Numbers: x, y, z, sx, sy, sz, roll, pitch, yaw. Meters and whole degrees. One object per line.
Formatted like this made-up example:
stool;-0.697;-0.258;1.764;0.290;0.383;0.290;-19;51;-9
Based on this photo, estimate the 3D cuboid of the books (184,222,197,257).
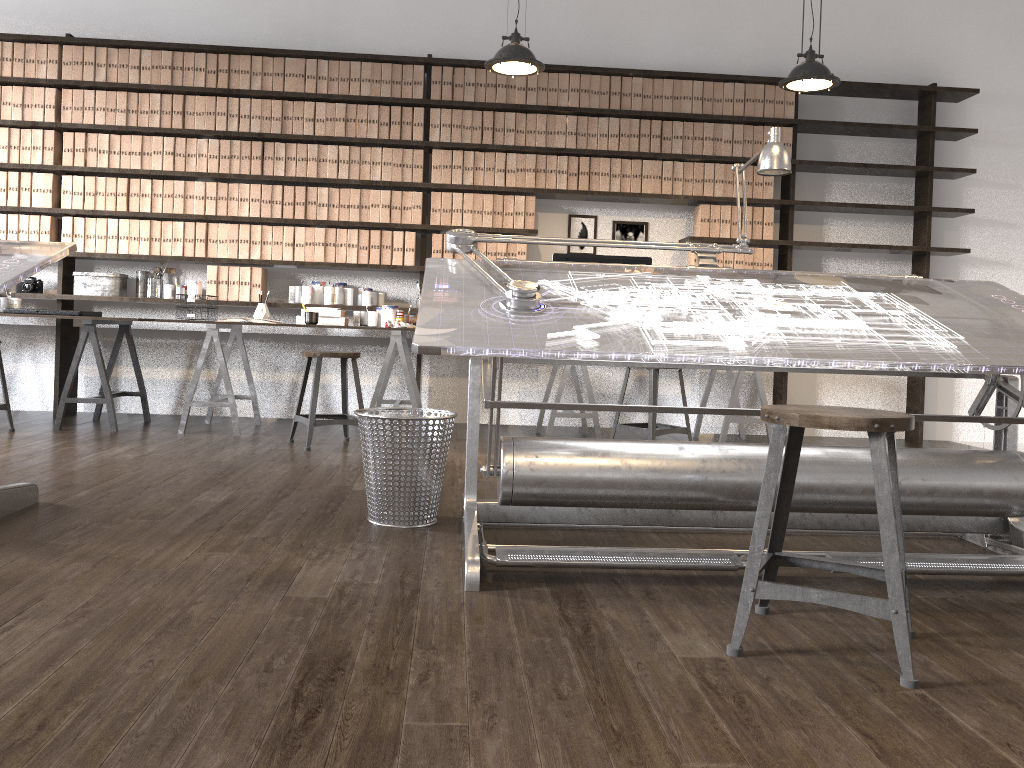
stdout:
books;-2.089;-0.938;5.806;0.067;0.225;0.175;2;2;-4

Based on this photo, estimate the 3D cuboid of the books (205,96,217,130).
books;-1.953;-1.749;5.800;0.067;0.225;0.175;2;2;-4

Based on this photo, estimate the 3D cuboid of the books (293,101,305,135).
books;-1.394;-1.731;5.843;0.067;0.225;0.175;2;2;-4

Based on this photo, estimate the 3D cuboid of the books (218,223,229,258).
books;-1.875;-0.931;5.818;0.067;0.225;0.175;2;2;-4

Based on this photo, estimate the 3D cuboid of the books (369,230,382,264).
books;-0.902;-0.899;5.880;0.067;0.225;0.175;2;2;-4

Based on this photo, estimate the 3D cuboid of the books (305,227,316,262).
books;-1.323;-0.913;5.856;0.067;0.225;0.175;2;2;-4

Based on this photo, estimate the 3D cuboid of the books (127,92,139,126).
books;-2.443;-1.766;5.773;0.067;0.225;0.175;2;2;-4

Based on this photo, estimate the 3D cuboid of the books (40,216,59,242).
books;-2.983;-0.967;5.740;0.067;0.225;0.175;2;2;-4

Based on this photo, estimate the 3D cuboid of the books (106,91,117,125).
books;-2.576;-1.770;5.763;0.067;0.225;0.175;2;2;-4

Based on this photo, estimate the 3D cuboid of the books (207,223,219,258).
books;-1.940;-0.933;5.816;0.067;0.225;0.175;2;2;-4

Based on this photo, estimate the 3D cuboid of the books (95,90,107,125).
books;-2.639;-1.772;5.757;0.067;0.225;0.175;2;2;-4

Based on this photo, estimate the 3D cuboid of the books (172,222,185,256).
books;-2.159;-0.940;5.796;0.067;0.225;0.174;2;2;-4

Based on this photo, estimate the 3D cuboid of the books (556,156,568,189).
books;0.328;-1.406;5.958;0.067;0.225;0.174;2;2;-4

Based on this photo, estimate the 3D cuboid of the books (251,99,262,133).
books;-1.662;-1.740;5.823;0.067;0.225;0.175;2;2;-4

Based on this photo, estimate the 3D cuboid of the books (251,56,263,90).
books;-1.659;-2.017;5.821;0.067;0.225;0.174;2;2;-4

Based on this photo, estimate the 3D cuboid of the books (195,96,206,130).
books;-2.016;-1.752;5.800;0.067;0.225;0.175;2;2;-4

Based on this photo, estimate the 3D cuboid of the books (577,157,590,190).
books;0.474;-1.402;5.967;0.067;0.225;0.175;2;2;-4

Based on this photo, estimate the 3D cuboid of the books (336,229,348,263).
books;-1.119;-0.907;5.871;0.067;0.225;0.174;2;2;-4

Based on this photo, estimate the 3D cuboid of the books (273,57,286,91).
books;-1.520;-2.013;5.832;0.067;0.225;0.175;2;2;-4

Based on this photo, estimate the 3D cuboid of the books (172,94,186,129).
books;-2.155;-1.756;5.788;0.067;0.225;0.175;2;2;-4

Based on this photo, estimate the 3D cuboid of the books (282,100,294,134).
books;-1.464;-1.734;5.840;0.067;0.225;0.174;2;2;-4

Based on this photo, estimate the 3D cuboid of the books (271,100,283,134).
books;-1.533;-1.736;5.829;0.067;0.225;0.175;2;2;-4

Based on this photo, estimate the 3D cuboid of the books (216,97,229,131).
books;-1.881;-1.747;5.805;0.067;0.225;0.175;2;2;-4

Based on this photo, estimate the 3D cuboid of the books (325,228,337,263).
books;-1.189;-0.909;5.866;0.067;0.225;0.175;2;2;-4

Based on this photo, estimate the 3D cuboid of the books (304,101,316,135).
books;-1.324;-1.729;5.844;0.067;0.225;0.175;2;2;-4

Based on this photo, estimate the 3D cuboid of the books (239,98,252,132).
books;-1.734;-1.742;5.816;0.067;0.225;0.175;2;2;-4

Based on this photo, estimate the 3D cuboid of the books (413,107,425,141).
books;-0.618;-1.706;5.894;0.067;0.225;0.175;2;2;-4

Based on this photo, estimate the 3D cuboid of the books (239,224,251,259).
books;-1.739;-0.926;5.823;0.067;0.225;0.175;2;2;-4

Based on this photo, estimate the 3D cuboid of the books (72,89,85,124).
books;-2.781;-1.777;5.750;0.067;0.225;0.175;2;2;-4

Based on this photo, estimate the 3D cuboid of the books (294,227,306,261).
books;-1.386;-0.915;5.850;0.067;0.225;0.175;2;2;-4

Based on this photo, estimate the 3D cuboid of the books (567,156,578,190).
books;0.399;-1.404;5.968;0.067;0.225;0.175;2;2;-4

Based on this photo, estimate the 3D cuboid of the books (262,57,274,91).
books;-1.590;-2.015;5.829;0.067;0.225;0.174;2;2;-4

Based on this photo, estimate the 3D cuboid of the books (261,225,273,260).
books;-1.598;-0.922;5.839;0.067;0.225;0.174;2;2;-4

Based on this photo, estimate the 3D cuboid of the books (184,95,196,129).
books;-2.082;-1.754;5.798;0.067;0.225;0.175;2;2;-4

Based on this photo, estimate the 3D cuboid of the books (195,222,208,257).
books;-2.014;-0.935;5.805;0.067;0.225;0.175;2;2;-4

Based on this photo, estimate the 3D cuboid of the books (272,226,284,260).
books;-1.528;-0.920;5.842;0.067;0.225;0.175;2;2;-4

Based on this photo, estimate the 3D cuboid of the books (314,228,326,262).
books;-1.256;-0.911;5.855;0.067;0.225;0.175;2;2;-4

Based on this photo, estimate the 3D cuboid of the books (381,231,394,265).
books;-0.828;-0.897;5.891;0.067;0.225;0.175;2;2;-4

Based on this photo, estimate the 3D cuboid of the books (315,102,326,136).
books;-1.252;-1.727;5.851;0.067;0.225;0.175;2;2;-4

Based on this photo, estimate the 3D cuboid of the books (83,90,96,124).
books;-2.711;-1.774;5.751;0.067;0.225;0.175;2;2;-4

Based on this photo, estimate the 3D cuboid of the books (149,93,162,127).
books;-2.301;-1.761;5.779;0.067;0.225;0.174;2;2;-4

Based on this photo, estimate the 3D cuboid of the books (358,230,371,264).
books;-0.977;-0.902;5.881;0.067;0.225;0.175;2;2;-4

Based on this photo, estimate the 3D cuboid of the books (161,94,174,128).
books;-2.230;-1.759;5.788;0.067;0.225;0.175;2;2;-4

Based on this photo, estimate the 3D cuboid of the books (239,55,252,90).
books;-1.731;-2.019;5.812;0.067;0.225;0.175;2;2;-4

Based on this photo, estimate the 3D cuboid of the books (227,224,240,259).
books;-1.811;-0.929;5.818;0.067;0.225;0.175;2;2;-4

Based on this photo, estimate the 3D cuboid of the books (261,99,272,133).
books;-1.600;-1.738;5.829;0.067;0.225;0.175;2;2;-4

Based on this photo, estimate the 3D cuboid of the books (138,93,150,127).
books;-2.372;-1.763;5.778;0.067;0.225;0.174;2;2;-4

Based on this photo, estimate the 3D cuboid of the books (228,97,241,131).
books;-1.809;-1.745;5.813;0.067;0.225;0.174;2;2;-4

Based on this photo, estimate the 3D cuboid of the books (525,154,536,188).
books;0.120;-1.413;5.942;0.067;0.225;0.175;2;2;-4

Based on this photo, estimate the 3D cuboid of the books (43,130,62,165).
books;-2.963;-1.515;5.742;0.067;0.225;0.175;2;2;-4

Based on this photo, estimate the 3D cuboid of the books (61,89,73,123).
books;-2.851;-1.779;5.747;0.067;0.225;0.174;2;2;-4

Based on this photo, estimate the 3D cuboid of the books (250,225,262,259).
books;-1.667;-0.924;5.831;0.067;0.225;0.174;2;2;-4

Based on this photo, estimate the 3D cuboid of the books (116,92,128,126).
books;-2.510;-1.767;5.763;0.067;0.225;0.175;2;2;-4

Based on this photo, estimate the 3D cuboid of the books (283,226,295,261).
books;-1.458;-0.917;5.843;0.067;0.225;0.175;2;2;-4

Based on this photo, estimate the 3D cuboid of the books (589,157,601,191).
books;0.548;-1.399;5.978;0.067;0.225;0.175;2;2;-4

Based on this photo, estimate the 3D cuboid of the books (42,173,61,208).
books;-2.969;-1.237;5.737;0.067;0.225;0.175;2;2;-4

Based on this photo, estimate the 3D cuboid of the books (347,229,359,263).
books;-1.048;-0.904;5.871;0.067;0.225;0.174;2;2;-4
